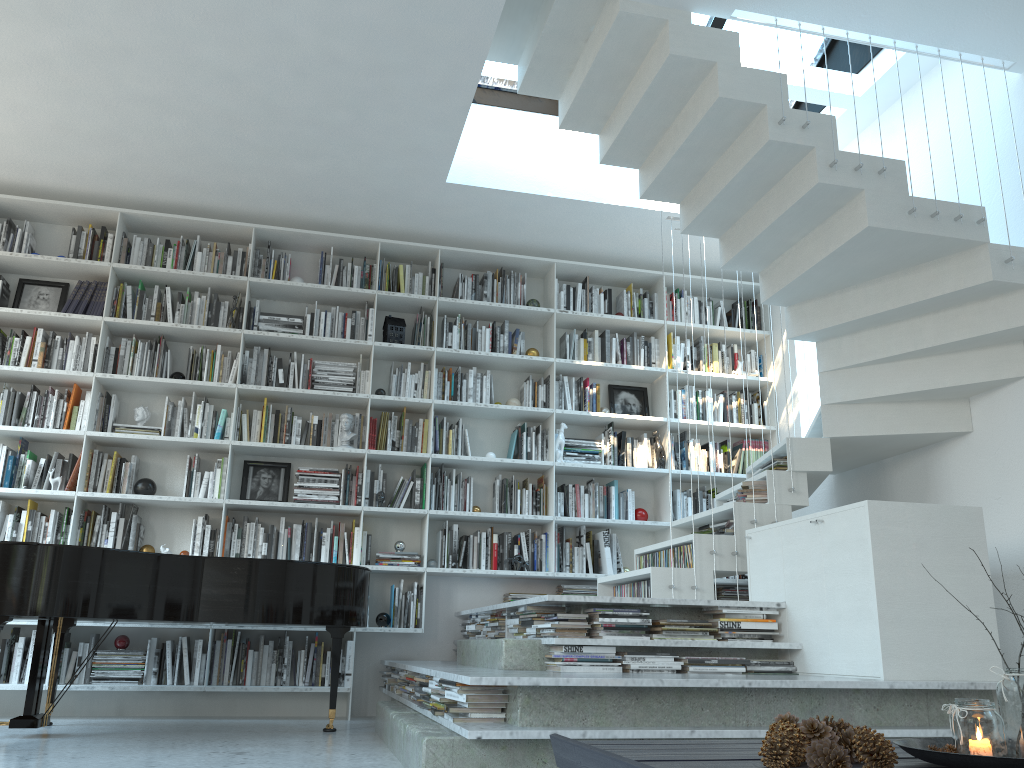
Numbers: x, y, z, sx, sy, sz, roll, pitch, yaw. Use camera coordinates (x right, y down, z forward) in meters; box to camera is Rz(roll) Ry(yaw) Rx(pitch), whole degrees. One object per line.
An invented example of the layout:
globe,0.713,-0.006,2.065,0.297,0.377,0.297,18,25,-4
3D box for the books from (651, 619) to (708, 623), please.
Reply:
books,0.741,1.059,3.952,0.203,0.011,0.174,6,-17,-17

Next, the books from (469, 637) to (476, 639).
books,-0.153,1.559,5.433,0.173,0.016,0.234,5,-17,-13

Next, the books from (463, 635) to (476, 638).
books,-0.217,1.626,5.711,0.163,0.017,0.233,4,-17,-11

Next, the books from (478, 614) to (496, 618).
books,-0.085,1.359,5.181,0.165,0.015,0.243,6,-17,-17

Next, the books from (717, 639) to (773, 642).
books,1.030,1.159,3.998,0.220,0.011,0.178,5,-17,-14

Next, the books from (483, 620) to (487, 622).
books,-0.073,1.385,5.176,0.160,0.010,0.180,5,-17,-12

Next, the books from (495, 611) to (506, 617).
books,-0.007,1.277,4.915,0.139,0.028,0.262,3,-17,-8

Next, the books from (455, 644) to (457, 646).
books,-0.267,1.684,5.719,0.174,0.009,0.240,4,-17,-11

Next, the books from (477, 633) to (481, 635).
books,-0.134,1.543,5.443,0.131,0.021,0.241,4,-17,-11

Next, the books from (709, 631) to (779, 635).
books,1.033,1.124,3.998,0.281,0.008,0.182,3,-17,-8

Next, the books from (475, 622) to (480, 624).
books,-0.146,1.474,5.459,0.143,0.012,0.264,3,-17,-8

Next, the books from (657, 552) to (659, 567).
books,0.870,1.000,4.931,0.125,0.125,0.010,5,-16,-13

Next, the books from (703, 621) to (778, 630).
books,1.030,1.095,4.018,0.284,0.030,0.177,5,-17,-12

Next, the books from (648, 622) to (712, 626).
books,0.739,1.072,3.955,0.246,0.013,0.173,5,-17,-13

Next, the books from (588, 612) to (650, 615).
books,0.467,1.013,3.906,0.228,0.009,0.159,6,-17,-16

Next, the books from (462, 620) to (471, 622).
books,-0.215,1.536,5.736,0.159,0.011,0.247,6,-17,-15

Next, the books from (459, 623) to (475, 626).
books,-0.226,1.555,5.728,0.171,0.015,0.253,6,-17,-17

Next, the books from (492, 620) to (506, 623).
books,-0.015,1.317,4.902,0.161,0.012,0.255,4,-17,-9

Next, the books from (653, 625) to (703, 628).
books,0.738,1.085,3.957,0.179,0.010,0.160,4,-17,-11

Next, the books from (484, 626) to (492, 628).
books,-0.068,1.416,5.169,0.150,0.013,0.216,5,-17,-12

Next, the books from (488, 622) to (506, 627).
books,-0.018,1.330,4.897,0.179,0.017,0.294,5,-17,-12

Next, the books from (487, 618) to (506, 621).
books,-0.022,1.306,4.903,0.187,0.009,0.261,5,-17,-13

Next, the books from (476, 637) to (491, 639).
books,-0.088,1.478,5.146,0.183,0.012,0.297,5,-17,-13

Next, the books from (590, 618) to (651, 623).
books,0.471,1.037,3.881,0.230,0.015,0.190,3,-17,-8

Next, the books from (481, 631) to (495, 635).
books,-0.084,1.450,5.155,0.164,0.023,0.243,4,-17,-9

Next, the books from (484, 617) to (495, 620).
books,-0.073,1.374,5.179,0.149,0.013,0.220,4,-17,-10

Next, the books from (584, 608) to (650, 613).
books,0.463,1.007,3.928,0.261,0.016,0.129,5,-17,-13

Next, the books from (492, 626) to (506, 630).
books,-0.010,1.348,4.894,0.159,0.018,0.203,5,-17,-14

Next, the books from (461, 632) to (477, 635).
books,-0.225,1.609,5.713,0.175,0.017,0.266,4,-17,-10

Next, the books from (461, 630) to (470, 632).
books,-0.220,1.595,5.718,0.179,0.012,0.262,5,-17,-12

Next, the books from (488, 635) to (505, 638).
books,-0.027,1.390,4.878,0.182,0.011,0.254,4,-17,-9

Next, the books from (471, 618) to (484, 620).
books,-0.145,1.448,5.467,0.159,0.007,0.286,5,-17,-13

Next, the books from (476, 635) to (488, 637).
books,-0.093,1.466,5.149,0.190,0.012,0.236,5,-17,-14

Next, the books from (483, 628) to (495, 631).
books,-0.073,1.431,5.163,0.154,0.018,0.221,5,-17,-13

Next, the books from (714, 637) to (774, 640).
books,1.028,1.152,4.010,0.259,0.009,0.153,6,-17,-15

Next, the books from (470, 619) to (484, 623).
books,-0.147,1.460,5.463,0.163,0.018,0.290,5,-17,-13

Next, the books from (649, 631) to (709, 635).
books,0.739,1.109,3.943,0.214,0.015,0.177,5,-17,-12

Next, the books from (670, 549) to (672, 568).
books,0.912,0.950,4.759,0.125,0.125,0.009,5,-16,-13

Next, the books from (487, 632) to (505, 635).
books,-0.020,1.378,4.883,0.178,0.014,0.248,5,-17,-14

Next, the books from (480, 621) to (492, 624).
books,-0.078,1.393,5.173,0.167,0.008,0.235,5,-17,-13

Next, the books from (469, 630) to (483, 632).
books,-0.150,1.519,5.445,0.163,0.008,0.295,5,-17,-14

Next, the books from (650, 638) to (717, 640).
books,0.740,1.131,3.932,0.287,0.005,0.165,3,-17,-8

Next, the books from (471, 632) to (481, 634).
books,-0.147,1.527,5.444,0.152,0.009,0.260,6,-17,-15

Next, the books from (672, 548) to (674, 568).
books,0.919,0.942,4.733,0.125,0.125,0.018,5,-16,-13

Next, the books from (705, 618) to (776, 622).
books,1.033,1.073,4.016,0.261,0.012,0.180,4,-17,-9

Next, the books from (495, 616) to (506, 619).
books,0.004,1.298,4.912,0.128,0.013,0.297,5,-17,-14

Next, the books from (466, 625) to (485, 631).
books,-0.163,1.500,5.448,0.189,0.029,0.238,6,-17,-15

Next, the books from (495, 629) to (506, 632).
books,0.001,1.365,4.892,0.138,0.017,0.238,5,-17,-13

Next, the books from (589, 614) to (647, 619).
books,0.465,1.028,3.910,0.221,0.018,0.154,5,-17,-12

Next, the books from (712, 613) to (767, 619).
books,1.031,1.058,4.028,0.192,0.024,0.168,3,-17,-8

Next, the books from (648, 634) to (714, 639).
books,0.735,1.127,3.954,0.294,0.014,0.134,6,-17,-15

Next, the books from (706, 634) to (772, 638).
books,1.026,1.142,4.019,0.262,0.016,0.132,6,-17,-17

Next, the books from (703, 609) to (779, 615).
books,1.034,1.037,4.023,0.285,0.013,0.181,6,-17,-17

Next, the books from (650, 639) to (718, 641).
books,0.740,1.137,3.930,0.291,0.007,0.174,4,-17,-10

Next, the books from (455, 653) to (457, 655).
books,-0.262,1.740,5.705,0.170,0.012,0.215,5,-17,-12

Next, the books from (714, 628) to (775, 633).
books,1.028,1.119,4.020,0.268,0.014,0.160,5,-17,-13

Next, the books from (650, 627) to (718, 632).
books,0.743,1.090,3.933,0.273,0.014,0.188,6,-17,-17

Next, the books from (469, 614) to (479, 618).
books,-0.155,1.434,5.468,0.171,0.020,0.194,6,-17,-17

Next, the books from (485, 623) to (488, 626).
books,-0.071,1.404,5.171,0.144,0.013,0.221,4,-17,-10
